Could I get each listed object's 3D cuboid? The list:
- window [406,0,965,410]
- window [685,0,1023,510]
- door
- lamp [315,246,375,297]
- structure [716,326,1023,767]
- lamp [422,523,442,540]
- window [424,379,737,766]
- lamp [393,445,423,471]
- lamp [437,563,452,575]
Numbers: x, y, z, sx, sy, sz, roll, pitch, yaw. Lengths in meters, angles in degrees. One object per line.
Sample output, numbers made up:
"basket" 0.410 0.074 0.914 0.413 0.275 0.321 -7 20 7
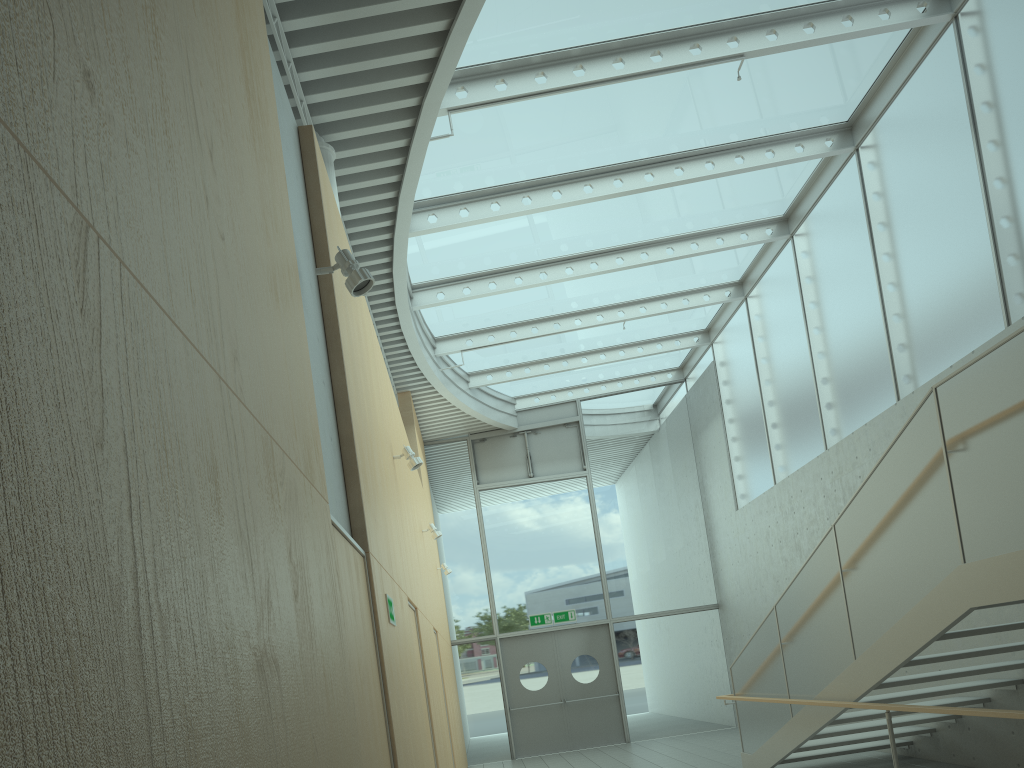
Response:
"window" 1.520 1.038 9.229 4.774 6.068 16.612 -7 -17 -4
"window" 3.455 -0.749 9.398 0.030 2.655 16.431 -8 -19 -5
"door" 0.872 5.298 14.668 1.919 2.065 0.178 -8 -3 -2
"lamp" -0.690 -0.471 3.521 0.230 0.192 0.147 -3 -10 -22
"structure" 3.300 0.217 3.367 1.882 4.074 13.238 -8 -17 -5
"lamp" -0.902 1.658 9.559 0.230 0.192 0.147 -3 -10 -22
"window" 1.161 3.258 14.800 4.850 6.160 0.112 -8 -3 -2
"lamp" -0.792 0.558 6.439 0.230 0.192 0.147 -3 -10 -22
"lamp" -1.012 2.766 12.700 0.230 0.192 0.147 -3 -10 -22
